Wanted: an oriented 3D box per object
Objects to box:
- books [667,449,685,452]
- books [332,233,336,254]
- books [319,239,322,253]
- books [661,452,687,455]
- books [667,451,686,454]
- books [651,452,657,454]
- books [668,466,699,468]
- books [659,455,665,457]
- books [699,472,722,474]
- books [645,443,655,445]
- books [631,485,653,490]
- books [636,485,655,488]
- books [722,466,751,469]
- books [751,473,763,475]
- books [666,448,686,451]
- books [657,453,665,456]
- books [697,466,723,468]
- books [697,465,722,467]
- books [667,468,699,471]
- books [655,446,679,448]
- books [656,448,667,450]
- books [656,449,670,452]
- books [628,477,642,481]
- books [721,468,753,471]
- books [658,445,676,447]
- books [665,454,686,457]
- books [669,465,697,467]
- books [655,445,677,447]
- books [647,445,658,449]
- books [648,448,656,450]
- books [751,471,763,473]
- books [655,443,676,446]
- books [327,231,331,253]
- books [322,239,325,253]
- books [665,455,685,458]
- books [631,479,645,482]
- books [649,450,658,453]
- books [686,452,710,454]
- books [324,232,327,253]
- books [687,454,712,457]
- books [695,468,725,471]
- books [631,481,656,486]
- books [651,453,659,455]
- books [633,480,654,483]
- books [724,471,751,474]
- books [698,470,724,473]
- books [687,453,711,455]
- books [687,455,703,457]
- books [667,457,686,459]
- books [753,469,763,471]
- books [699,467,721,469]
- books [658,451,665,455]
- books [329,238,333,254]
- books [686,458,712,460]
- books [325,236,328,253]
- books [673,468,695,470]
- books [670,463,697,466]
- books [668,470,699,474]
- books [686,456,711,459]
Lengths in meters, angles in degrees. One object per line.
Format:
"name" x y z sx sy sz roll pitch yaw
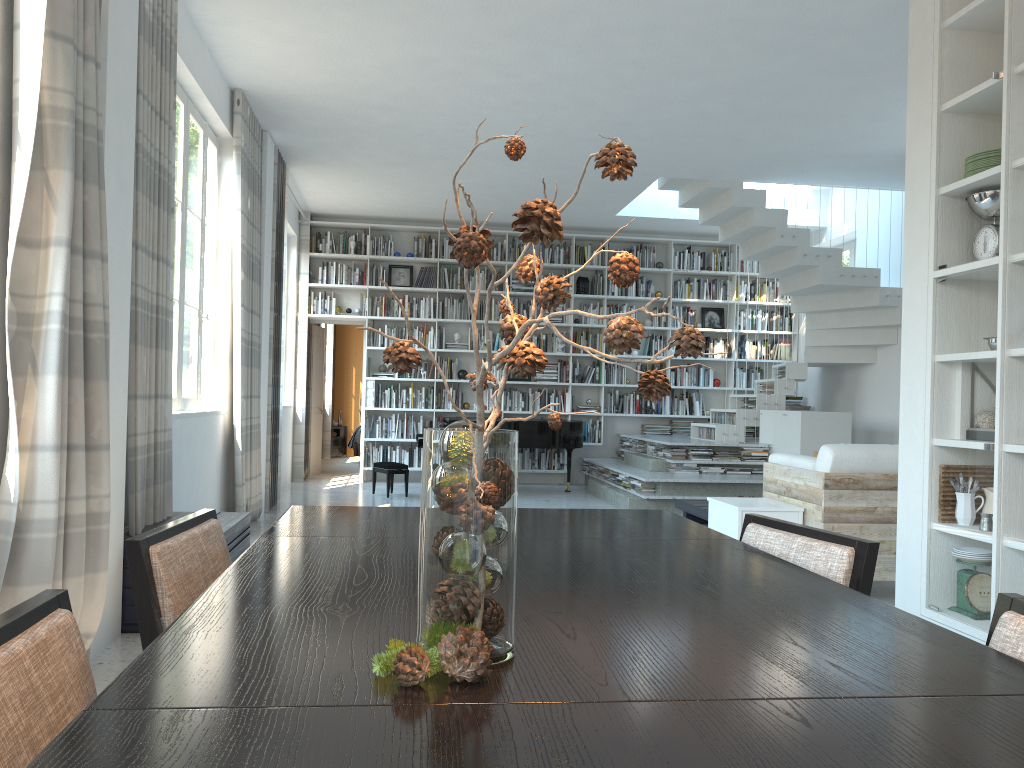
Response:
"books" 1.730 0.699 9.353 0.132 0.009 0.269 2 -1 -3
"books" -2.169 -1.693 10.826 0.057 0.262 0.190 2 -1 -7
"books" -2.325 -1.659 10.814 0.028 0.186 0.182 2 -1 -7
"books" 1.710 0.733 9.350 0.184 0.014 0.297 2 -1 -8
"books" 1.734 0.720 9.353 0.137 0.012 0.242 2 -1 -6
"books" 1.661 0.771 9.931 0.136 0.013 0.258 2 -1 -7
"books" 1.762 0.854 9.134 0.292 0.012 0.159 2 -1 -4
"books" 1.685 0.779 9.626 0.142 0.020 0.230 2 -1 -2
"books" 2.041 0.915 9.176 0.208 0.015 0.152 2 -1 -9
"books" 1.627 0.672 9.927 0.192 0.014 0.256 2 -1 -11
"books" 1.274 1.014 8.688 0.187 0.017 0.205 2 -1 -2
"books" 1.306 0.997 8.692 0.137 0.019 0.224 2 -1 -6
"books" 2.319 0.868 9.202 0.275 0.009 0.176 2 -1 -7
"books" 2.588 0.936 9.239 0.261 0.006 0.151 2 -1 -11
"books" 1.727 0.688 9.352 0.149 0.014 0.228 2 -1 -9
"books" 1.682 0.765 9.626 0.154 0.007 0.292 2 -1 -4
"books" 2.043 0.856 9.177 0.242 0.005 0.152 2 -1 -6
"books" 2.043 0.847 9.180 0.220 0.013 0.149 2 -1 -8
"books" 1.761 0.881 9.136 0.285 0.008 0.159 2 -1 -9
"books" 1.678 0.686 9.625 0.168 0.013 0.281 2 -1 -10
"books" 1.675 0.702 9.625 0.187 0.009 0.250 2 -1 -7
"books" 1.679 0.720 9.625 0.177 0.026 0.230 2 -1 -7
"books" 1.274 0.928 8.688 0.192 0.014 0.256 2 -1 -11
"books" 2.327 0.881 9.193 0.287 0.018 0.190 2 -1 -8
"books" 1.679 0.668 9.626 0.170 0.008 0.208 2 -1 -4
"books" 1.723 0.753 9.352 0.152 0.015 0.208 2 -1 -10
"books" 1.761 0.843 9.146 0.257 0.010 0.132 2 -1 -3
"books" 1.679 0.676 9.626 0.171 0.007 0.260 2 -1 -9
"books" 1.639 0.710 9.928 0.174 0.029 0.250 2 -1 -9
"books" 1.634 0.732 9.928 0.178 0.015 0.187 2 -1 -2
"books" 2.588 0.914 9.246 0.234 0.017 0.151 2 -1 -6
"books" 1.665 0.653 9.624 0.189 0.022 0.237 2 -1 -2
"books" -2.233 -1.705 10.833 0.028 0.283 0.189 2 -1 -7
"books" -2.299 -1.662 10.843 0.031 0.195 0.145 2 -1 -7
"books" 1.716 0.767 9.351 0.161 0.014 0.212 2 -1 -3
"books" 1.281 0.940 8.689 0.176 0.010 0.266 2 -1 -11
"books" 1.644 0.752 9.929 0.167 0.024 0.192 2 -1 -6
"books" 1.953 0.723 9.282 0.260 0.009 0.153 2 -1 -4
"books" -2.276 -1.705 10.830 0.010 0.281 0.160 2 0 -7
"books" 1.954 0.745 9.269 0.215 0.013 0.189 2 -1 -8
"books" 2.043 0.883 9.172 0.272 0.012 0.158 2 -1 -9
"books" 1.287 0.974 8.690 0.156 0.027 0.287 2 -1 -12
"books" 1.652 0.785 9.930 0.132 0.016 0.262 2 -1 -2
"books" 1.287 0.953 8.690 0.165 0.015 0.243 2 -1 -3
"books" 2.326 0.913 9.196 0.250 0.018 0.177 2 -1 -4
"books" 2.044 0.898 9.161 0.232 0.019 0.169 2 -1 -12
"books" 1.953 0.733 9.279 0.210 0.012 0.168 2 -1 -6
"books" 1.951 0.758 9.292 0.207 0.012 0.131 2 -1 -11
"books" 1.732 0.779 9.353 0.144 0.009 0.249 2 -1 -7
"books" 2.587 0.892 9.255 0.229 0.014 0.133 2 -1 -8
"books" 2.042 0.868 9.183 0.211 0.018 0.134 2 -1 -4
"books" 1.688 0.748 9.626 0.155 0.028 0.189 2 -1 -6
"books" -2.204 -1.665 10.827 0.030 0.206 0.175 2 -1 -7
"books" 1.953 0.783 9.272 0.216 0.015 0.177 2 -1 -9
"books" -2.260 -1.677 10.840 0.024 0.227 0.157 2 -1 -7
"books" 1.762 0.866 9.130 0.210 0.012 0.168 2 -1 -3
"books" 1.763 0.825 9.133 0.234 0.025 0.157 2 -1 -12
"books" 1.763 0.902 9.116 0.262 0.023 0.200 2 -1 -9
"books" 1.951 0.770 9.287 0.227 0.013 0.148 2 -1 -9
